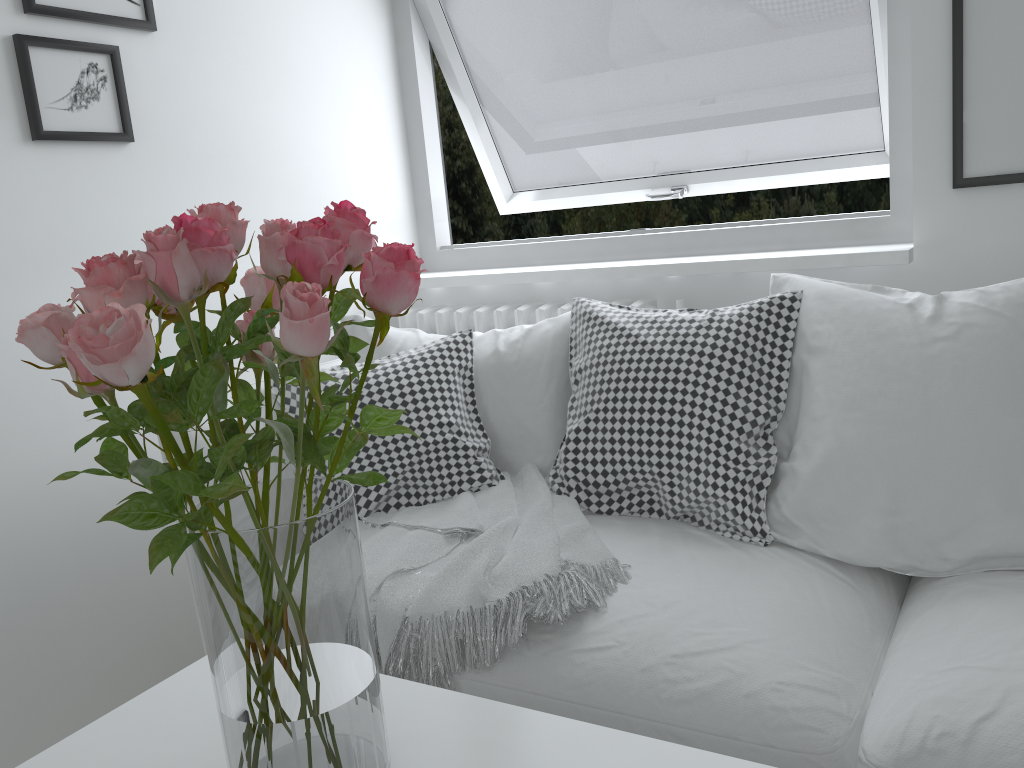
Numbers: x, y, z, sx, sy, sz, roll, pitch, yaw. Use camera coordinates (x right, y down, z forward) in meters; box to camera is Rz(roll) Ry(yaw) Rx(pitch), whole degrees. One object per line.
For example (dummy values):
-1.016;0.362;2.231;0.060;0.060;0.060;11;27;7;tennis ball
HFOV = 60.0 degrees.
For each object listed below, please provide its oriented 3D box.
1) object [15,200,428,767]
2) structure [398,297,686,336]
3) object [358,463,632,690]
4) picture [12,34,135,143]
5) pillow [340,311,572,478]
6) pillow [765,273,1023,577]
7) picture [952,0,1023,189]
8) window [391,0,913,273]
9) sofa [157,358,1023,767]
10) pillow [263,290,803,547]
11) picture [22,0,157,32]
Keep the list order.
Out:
-0.246;0.130;0.849;0.327;0.599;0.350;-14;14;-37;object
0.446;0.109;2.219;1.655;0.660;0.206;1;13;31;structure
-0.010;0.359;1.746;0.670;0.291;0.831;1;13;30;object
-0.870;-0.585;1.774;0.017;0.194;0.218;1;13;31;picture
-0.082;0.053;2.090;0.617;0.491;0.321;-5;11;6;pillow
0.716;0.063;1.578;0.599;0.505;0.391;1;13;31;pillow
1.178;-0.926;1.565;0.720;1.072;0.015;1;13;31;picture
-0.797;-1.386;5.195;12.055;8.137;4.514;1;13;31;window
0.645;0.360;1.481;2.647;0.768;0.917;1;13;31;sofa
0.640;0.094;1.464;2.488;0.513;0.676;2;13;33;pillow
-0.860;-0.865;1.779;0.019;0.266;0.290;1;13;31;picture
